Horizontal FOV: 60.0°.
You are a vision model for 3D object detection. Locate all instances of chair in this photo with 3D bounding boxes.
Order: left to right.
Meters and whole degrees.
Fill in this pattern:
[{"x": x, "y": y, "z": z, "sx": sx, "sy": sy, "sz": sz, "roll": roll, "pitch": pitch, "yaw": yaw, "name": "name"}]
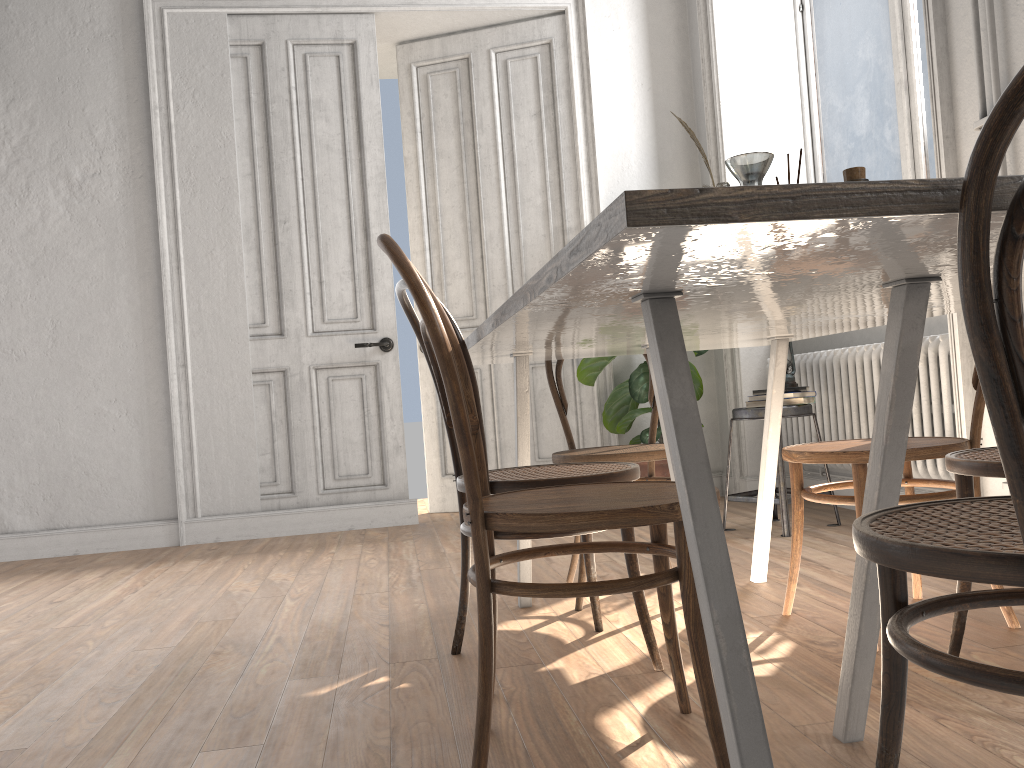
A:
[{"x": 0.031, "y": 0.203, "z": 2.112, "sx": 0.549, "sy": 0.920, "sz": 0.438, "roll": -4, "pitch": -1, "yaw": -13, "name": "chair"}, {"x": 0.077, "y": 0.187, "z": 1.528, "sx": 0.549, "sy": 0.920, "sz": 0.438, "roll": -4, "pitch": -1, "yaw": 3, "name": "chair"}, {"x": 0.342, "y": 0.195, "z": 2.827, "sx": 0.438, "sy": 0.920, "sz": 0.549, "roll": -4, "pitch": -1, "yaw": 0, "name": "chair"}, {"x": 1.134, "y": 0.356, "z": 3.806, "sx": 0.360, "sy": 0.522, "sz": 0.364, "roll": -4, "pitch": -1, "yaw": -35, "name": "chair"}, {"x": 0.959, "y": 0.138, "z": 2.239, "sx": 0.549, "sy": 0.920, "sz": 0.438, "roll": -4, "pitch": -1, "yaw": -10, "name": "chair"}, {"x": 0.593, "y": 0.136, "z": 0.896, "sx": 0.438, "sy": 0.920, "sz": 0.549, "roll": -4, "pitch": -1, "yaw": 4, "name": "chair"}, {"x": 1.118, "y": 0.114, "z": 1.683, "sx": 0.549, "sy": 0.920, "sz": 0.438, "roll": -4, "pitch": -1, "yaw": -1, "name": "chair"}]

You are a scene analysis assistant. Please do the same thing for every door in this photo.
[{"x": -1.201, "y": -0.602, "z": 4.826, "sx": 1.097, "sy": 2.814, "sz": 0.216, "roll": -4, "pitch": -1, "yaw": -7, "name": "door"}, {"x": -0.077, "y": -0.677, "z": 5.156, "sx": 1.097, "sy": 2.814, "sz": 0.216, "roll": -4, "pitch": -1, "yaw": 17, "name": "door"}]

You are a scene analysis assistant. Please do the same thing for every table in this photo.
[{"x": 0.506, "y": 0.232, "z": 1.864, "sx": 1.100, "sy": 0.779, "sz": 2.201, "roll": -4, "pitch": -1, "yaw": -8, "name": "table"}]

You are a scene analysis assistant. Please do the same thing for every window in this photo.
[{"x": 1.729, "y": -1.840, "z": 3.946, "sx": 0.013, "sy": 2.842, "sz": 1.623, "roll": -4, "pitch": -1, "yaw": -8, "name": "window"}]

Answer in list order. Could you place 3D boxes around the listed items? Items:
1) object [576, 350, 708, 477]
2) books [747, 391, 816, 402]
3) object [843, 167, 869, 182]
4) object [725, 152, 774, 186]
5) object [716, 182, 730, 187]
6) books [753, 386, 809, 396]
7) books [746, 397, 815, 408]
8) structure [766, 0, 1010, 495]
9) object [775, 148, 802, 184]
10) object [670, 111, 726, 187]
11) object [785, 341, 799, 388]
[{"x": 0.865, "y": -0.322, "z": 2.114, "sx": 0.792, "sy": 1.842, "sz": 5.828, "roll": -4, "pitch": -1, "yaw": -3, "name": "object"}, {"x": 1.151, "y": 0.053, "z": 3.786, "sx": 0.162, "sy": 0.029, "sz": 0.232, "roll": -3, "pitch": -2, "yaw": -37, "name": "books"}, {"x": 0.620, "y": -0.280, "z": 1.588, "sx": 0.101, "sy": 0.211, "sz": 0.101, "roll": -5, "pitch": -1, "yaw": 31, "name": "object"}, {"x": 0.584, "y": -0.351, "z": 2.129, "sx": 0.116, "sy": 0.383, "sz": 0.116, "roll": -4, "pitch": -1, "yaw": 3, "name": "object"}, {"x": 0.491, "y": -0.306, "z": 2.016, "sx": 0.086, "sy": 0.301, "sz": 0.086, "roll": -4, "pitch": -1, "yaw": -22, "name": "object"}, {"x": 1.151, "y": 0.030, "z": 3.785, "sx": 0.221, "sy": 0.027, "sz": 0.147, "roll": -5, "pitch": -1, "yaw": 24, "name": "books"}, {"x": 1.149, "y": 0.079, "z": 3.797, "sx": 0.246, "sy": 0.034, "sz": 0.194, "roll": -5, "pitch": -1, "yaw": 32, "name": "books"}, {"x": 1.590, "y": -1.692, "z": 2.118, "sx": 0.340, "sy": 4.473, "sz": 5.183, "roll": -4, "pitch": -1, "yaw": -8, "name": "structure"}, {"x": 0.529, "y": -0.307, "z": 1.677, "sx": 0.106, "sy": 0.283, "sz": 0.107, "roll": -4, "pitch": -1, "yaw": -13, "name": "object"}, {"x": 0.422, "y": -0.377, "z": 1.834, "sx": 0.157, "sy": 0.446, "sz": 0.157, "roll": -4, "pitch": -1, "yaw": 10, "name": "object"}, {"x": 1.166, "y": -0.175, "z": 3.781, "sx": 0.154, "sy": 0.383, "sz": 0.163, "roll": -4, "pitch": -1, "yaw": -35, "name": "object"}]
